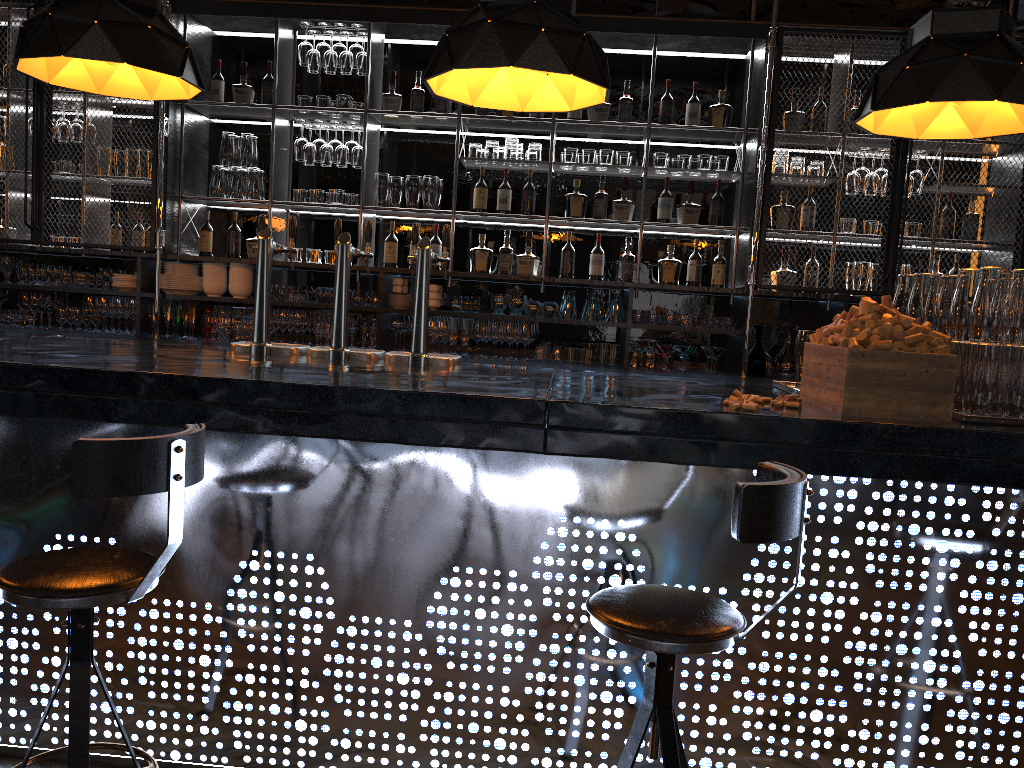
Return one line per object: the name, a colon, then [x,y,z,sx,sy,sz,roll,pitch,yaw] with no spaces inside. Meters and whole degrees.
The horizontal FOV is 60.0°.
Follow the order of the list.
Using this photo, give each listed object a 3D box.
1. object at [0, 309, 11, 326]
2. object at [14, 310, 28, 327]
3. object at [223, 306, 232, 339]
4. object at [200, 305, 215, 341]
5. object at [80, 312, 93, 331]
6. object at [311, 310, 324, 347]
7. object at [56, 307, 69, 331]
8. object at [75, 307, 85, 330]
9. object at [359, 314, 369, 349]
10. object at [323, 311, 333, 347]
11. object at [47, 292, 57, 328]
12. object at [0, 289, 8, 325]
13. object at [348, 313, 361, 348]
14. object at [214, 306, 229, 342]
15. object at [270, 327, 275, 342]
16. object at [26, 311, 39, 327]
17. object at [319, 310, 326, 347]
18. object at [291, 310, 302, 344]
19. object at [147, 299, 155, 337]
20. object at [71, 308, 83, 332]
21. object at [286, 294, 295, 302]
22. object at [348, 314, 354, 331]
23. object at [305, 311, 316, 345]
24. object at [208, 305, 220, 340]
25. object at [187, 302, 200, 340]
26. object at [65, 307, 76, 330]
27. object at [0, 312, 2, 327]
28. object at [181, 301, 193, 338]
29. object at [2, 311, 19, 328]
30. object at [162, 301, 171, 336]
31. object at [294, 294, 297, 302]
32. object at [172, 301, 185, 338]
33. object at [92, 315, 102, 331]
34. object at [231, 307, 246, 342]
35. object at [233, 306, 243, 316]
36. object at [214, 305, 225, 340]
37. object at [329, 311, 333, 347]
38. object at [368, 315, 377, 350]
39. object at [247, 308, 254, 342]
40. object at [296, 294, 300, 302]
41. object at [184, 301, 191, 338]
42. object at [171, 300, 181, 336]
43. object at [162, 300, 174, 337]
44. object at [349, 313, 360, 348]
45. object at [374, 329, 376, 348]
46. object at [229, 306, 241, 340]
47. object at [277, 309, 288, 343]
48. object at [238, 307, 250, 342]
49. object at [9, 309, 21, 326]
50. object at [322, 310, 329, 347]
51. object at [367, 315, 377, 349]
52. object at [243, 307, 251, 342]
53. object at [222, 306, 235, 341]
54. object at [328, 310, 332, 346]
object: [-3.222,-0.420,5.628,0.093,0.101,0.093,0,6,-36]
object: [-3.120,-0.413,5.623,0.093,0.101,0.093,6,6,24]
object: [-1.849,-0.397,5.712,0.082,0.213,0.082,2,5,-20]
object: [-1.869,-0.374,5.447,0.082,0.213,0.082,7,6,33]
object: [-2.706,-0.411,5.639,0.065,0.146,0.074,6,6,26]
object: [-1.188,-0.336,5.430,0.071,0.226,0.071,1,6,-24]
object: [-2.808,-0.408,5.534,0.074,0.146,0.065,2,5,-20]
object: [-2.796,-0.425,5.735,0.065,0.146,0.074,7,6,33]
object: [-0.910,-0.317,5.459,0.071,0.217,0.071,5,5,12]
object: [-1.118,-0.328,5.386,0.071,0.226,0.071,1,6,-24]
object: [-2.997,-0.481,5.755,0.077,0.229,0.088,2,6,-22]
object: [-3.316,-0.499,5.745,0.091,0.227,0.091,0,6,-33]
object: [-1.014,-0.341,5.653,0.092,0.218,0.092,0,6,-36]
object: [-1.780,-0.368,5.442,0.082,0.213,0.082,7,6,33]
object: [-1.556,-0.376,5.694,0.082,0.213,0.082,3,5,-5]
object: [-3.109,-0.421,5.723,0.093,0.101,0.093,5,5,18]
object: [-1.184,-0.344,5.514,0.071,0.226,0.071,1,6,-24]
object: [-1.379,-0.365,5.675,0.084,0.216,0.084,4,5,2]
object: [-2.214,-0.407,5.477,0.073,0.229,0.073,3,5,-8]
object: [-2.712,-0.401,5.533,0.074,0.146,0.065,3,5,-2]
object: [-1.355,-0.528,5.423,0.044,0.048,0.049,-1,7,-44]
object: [-1.018,-0.320,5.411,0.092,0.218,0.092,0,6,-36]
object: [-1.289,-0.360,5.676,0.084,0.216,0.084,6,6,26]
object: [-1.860,-0.381,5.537,0.082,0.213,0.082,3,5,-4]
object: [-1.971,-0.391,5.477,0.073,0.229,0.073,3,5,-8]
object: [-2.802,-0.417,5.638,0.065,0.146,0.074,5,5,16]
object: [-3.230,-0.411,5.523,0.093,0.101,0.093,1,6,-28]
object: [-2.068,-0.410,5.621,0.073,0.229,0.073,3,5,-8]
object: [-3.121,-0.404,5.517,0.093,0.101,0.093,0,6,-34]
object: [-2.183,-0.418,5.621,0.073,0.229,0.073,3,5,-8]
object: [-1.352,-0.533,5.479,0.044,0.048,0.049,7,6,36]
object: [-2.067,-0.398,5.488,0.073,0.229,0.073,3,5,-8]
object: [-2.695,-0.419,5.741,0.074,0.146,0.065,6,6,26]
object: [-1.676,-0.361,5.435,0.082,0.213,0.082,7,6,37]
object: [-1.754,-0.390,5.704,0.082,0.213,0.082,7,6,34]
object: [-1.852,-0.389,5.623,0.082,0.213,0.082,0,6,-36]
object: [-1.113,-0.335,5.466,0.071,0.226,0.071,1,6,-24]
object: [-0.851,-0.309,5.417,0.071,0.217,0.071,5,5,12]
object: [-1.584,-0.354,5.427,0.082,0.213,0.082,7,6,33]
object: [-1.341,-0.536,5.528,0.049,0.048,0.044,3,5,-9]
object: [-2.017,-0.401,5.553,0.073,0.229,0.073,3,5,-8]
object: [-2.180,-0.427,5.729,0.073,0.229,0.073,3,5,-8]
object: [-2.149,-0.409,5.543,0.073,0.229,0.073,3,5,-8]
object: [-0.994,-0.328,5.518,0.092,0.218,0.092,0,6,-36]
object: [-0.859,-0.328,5.618,0.071,0.217,0.071,5,5,12]
object: [-1.755,-0.382,5.618,0.082,0.213,0.082,6,6,24]
object: [-1.471,-0.372,5.687,0.084,0.216,0.084,8,7,42]
object: [-1.668,-0.368,5.522,0.082,0.213,0.082,2,5,-17]
object: [-3.214,-0.429,5.732,0.093,0.101,0.093,3,5,-10]
object: [-1.174,-0.351,5.606,0.071,0.226,0.071,1,6,-24]
object: [-0.875,-0.322,5.540,0.071,0.217,0.071,5,5,12]
object: [-1.662,-0.376,5.612,0.082,0.213,0.082,7,6,35]
object: [-1.769,-0.375,5.528,0.082,0.213,0.082,2,5,-20]
object: [-1.178,-0.359,5.685,0.071,0.226,0.071,1,6,-24]
